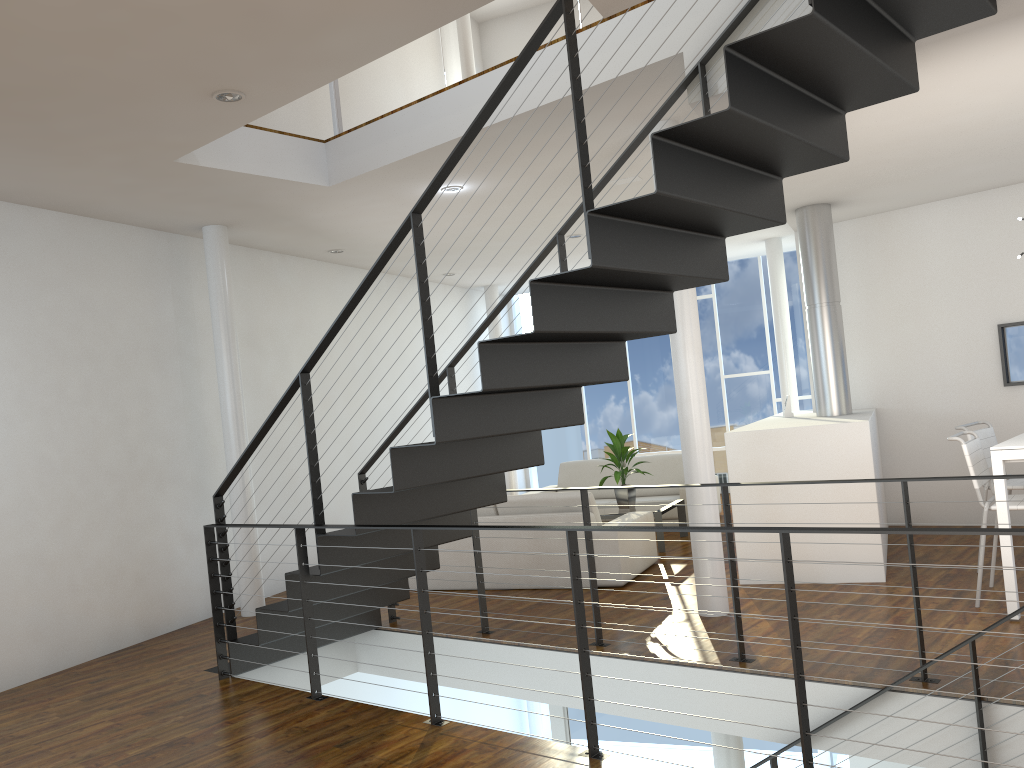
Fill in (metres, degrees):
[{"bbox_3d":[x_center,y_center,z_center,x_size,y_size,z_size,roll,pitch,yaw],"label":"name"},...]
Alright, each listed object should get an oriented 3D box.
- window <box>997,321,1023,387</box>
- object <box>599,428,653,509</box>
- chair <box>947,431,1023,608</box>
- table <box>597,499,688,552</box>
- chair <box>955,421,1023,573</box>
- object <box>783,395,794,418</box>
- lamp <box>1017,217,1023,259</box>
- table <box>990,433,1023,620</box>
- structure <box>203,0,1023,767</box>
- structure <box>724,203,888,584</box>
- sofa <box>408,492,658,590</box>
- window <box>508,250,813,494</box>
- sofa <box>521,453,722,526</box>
[{"bbox_3d":[4.011,-0.288,5.196,2.027,0.407,0.165,-7,-1,40],"label":"window"},{"bbox_3d":[0.828,0.616,6.550,0.432,0.601,0.458,-6,-1,9],"label":"object"},{"bbox_3d":[2.334,0.588,3.999,0.556,0.764,0.427,-6,-1,36],"label":"chair"},{"bbox_3d":[0.462,1.106,6.781,1.610,0.284,0.661,-7,-2,25],"label":"table"},{"bbox_3d":[2.684,0.570,4.598,0.427,0.764,0.556,-5,-1,-45],"label":"chair"},{"bbox_3d":[1.936,0.157,6.234,0.061,0.151,0.100,-6,-1,10],"label":"object"},{"bbox_3d":[2.660,-0.901,4.043,0.589,0.726,0.619,-5,-1,-29],"label":"lamp"},{"bbox_3d":[2.746,0.560,4.013,0.701,0.720,1.399,-7,-2,40],"label":"table"},{"bbox_3d":[0.446,0.667,3.221,4.367,6.296,1.092,-6,-1,40],"label":"structure"},{"bbox_3d":[2.036,-0.037,6.027,0.751,2.205,2.748,-6,-1,23],"label":"structure"},{"bbox_3d":[0.052,0.973,5.801,1.612,0.565,0.802,-7,-1,25],"label":"sofa"},{"bbox_3d":[1.474,-1.571,9.547,3.418,5.634,0.090,-6,0,24],"label":"window"},{"bbox_3d":[0.926,0.943,7.750,1.612,0.565,0.802,-7,-1,25],"label":"sofa"}]
